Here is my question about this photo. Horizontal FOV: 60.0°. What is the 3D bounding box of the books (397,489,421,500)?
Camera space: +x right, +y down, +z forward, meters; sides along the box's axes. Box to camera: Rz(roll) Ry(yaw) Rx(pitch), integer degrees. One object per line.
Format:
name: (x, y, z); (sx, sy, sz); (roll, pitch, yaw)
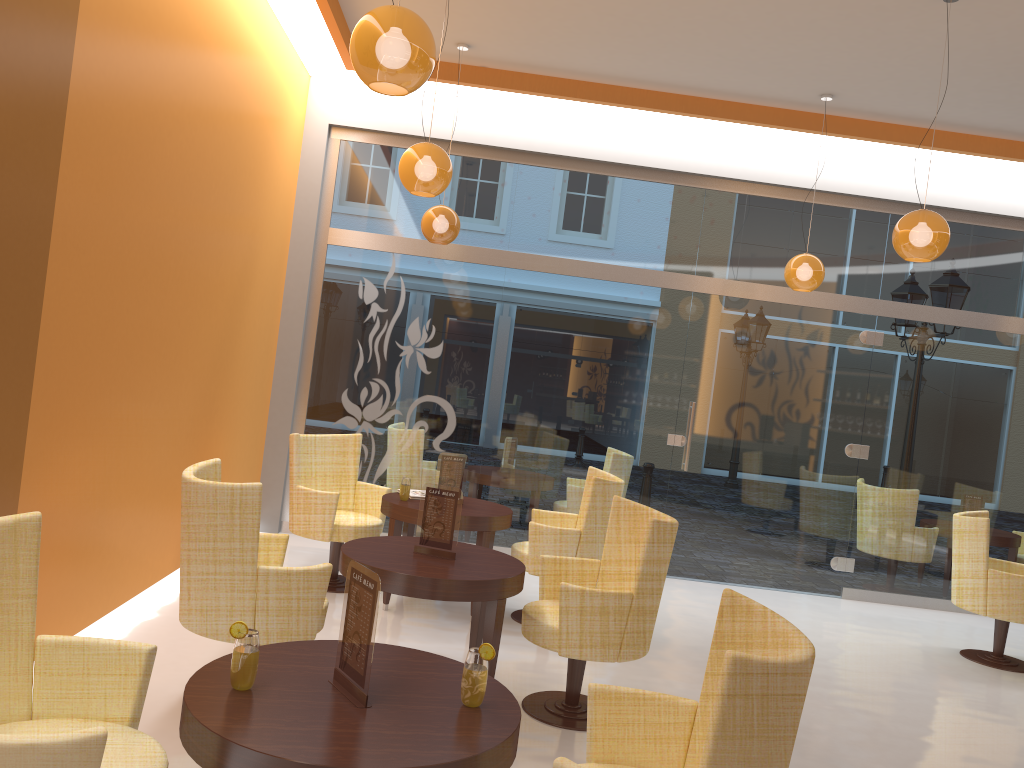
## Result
books: (-0.580, 0.759, 6.057); (0.339, 0.028, 0.273); (7, 0, -27)

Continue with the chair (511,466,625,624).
chair: (0.342, 1.062, 5.843); (0.685, 1.017, 0.729); (7, 0, 1)

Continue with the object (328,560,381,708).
object: (-0.345, 0.661, 1.390); (0.187, 0.335, 2.090); (7, 0, -6)

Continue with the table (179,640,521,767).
table: (-0.449, 1.153, 2.347); (0.872, 0.679, 0.874); (7, 0, 29)

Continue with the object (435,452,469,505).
object: (-0.405, 0.627, 5.889); (0.209, 0.335, 0.042); (7, 0, -19)

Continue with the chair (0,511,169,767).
chair: (-1.203, 0.889, 2.187); (0.685, 1.017, 0.729); (7, 0, -14)

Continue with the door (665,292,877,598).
door: (2.231, 0.540, 7.752); (1.640, 2.499, 0.020); (7, 0, -2)

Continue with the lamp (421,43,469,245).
lamp: (-0.461, -1.808, 6.686); (0.299, 1.500, 0.299); (7, 0, -2)

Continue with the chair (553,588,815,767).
chair: (0.378, 1.087, 2.328); (0.685, 1.017, 0.729); (7, 0, 15)

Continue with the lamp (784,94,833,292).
lamp: (2.315, -1.459, 6.785); (0.299, 1.500, 0.299); (7, 0, -28)

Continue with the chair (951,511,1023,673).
chair: (3.447, 1.450, 6.286); (0.685, 1.017, 0.729); (7, 0, 30)

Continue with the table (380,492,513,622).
table: (-0.468, 1.130, 5.892); (0.872, 0.679, 0.874); (8, 0, 44)

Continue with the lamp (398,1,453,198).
lamp: (-0.399, -1.789, 4.887); (0.299, 1.500, 0.299); (7, 0, -2)

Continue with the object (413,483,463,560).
object: (-0.346, 0.644, 4.187); (0.209, 0.335, 0.042); (7, 0, 16)

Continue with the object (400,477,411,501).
object: (-0.696, 0.685, 5.782); (0.067, 0.148, 0.067); (7, 0, 22)

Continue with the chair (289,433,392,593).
chair: (-1.221, 0.863, 6.119); (0.685, 1.017, 0.729); (7, 0, 30)

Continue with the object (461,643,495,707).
object: (-0.095, 0.770, 2.359); (0.072, 0.171, 0.067); (7, 0, -19)

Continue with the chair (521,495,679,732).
chair: (0.396, 1.078, 4.284); (0.685, 1.017, 0.729); (7, 0, -5)

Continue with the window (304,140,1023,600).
window: (2.293, 0.045, 7.749); (8.200, 3.380, 0.040); (7, 0, -2)

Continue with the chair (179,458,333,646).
chair: (-1.144, 0.886, 3.897); (0.685, 1.017, 0.729); (7, 0, -34)

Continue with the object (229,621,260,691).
object: (-0.685, 0.696, 2.273); (0.072, 0.171, 0.067); (7, 0, -44)

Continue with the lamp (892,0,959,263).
lamp: (2.377, -1.440, 4.987); (0.299, 1.500, 0.299); (7, 0, 9)

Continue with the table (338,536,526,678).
table: (-0.409, 1.148, 4.181); (0.872, 0.679, 0.874); (7, 0, 34)

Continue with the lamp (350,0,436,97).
lamp: (-0.337, -1.771, 3.089); (0.299, 1.500, 0.299); (7, 0, 23)
